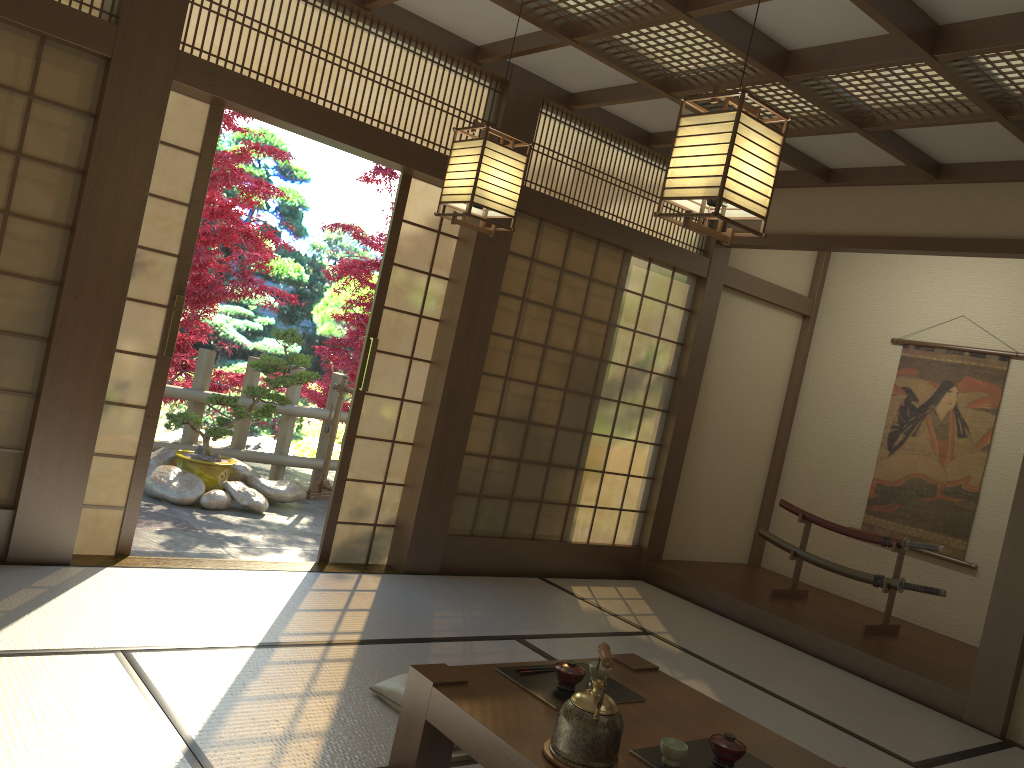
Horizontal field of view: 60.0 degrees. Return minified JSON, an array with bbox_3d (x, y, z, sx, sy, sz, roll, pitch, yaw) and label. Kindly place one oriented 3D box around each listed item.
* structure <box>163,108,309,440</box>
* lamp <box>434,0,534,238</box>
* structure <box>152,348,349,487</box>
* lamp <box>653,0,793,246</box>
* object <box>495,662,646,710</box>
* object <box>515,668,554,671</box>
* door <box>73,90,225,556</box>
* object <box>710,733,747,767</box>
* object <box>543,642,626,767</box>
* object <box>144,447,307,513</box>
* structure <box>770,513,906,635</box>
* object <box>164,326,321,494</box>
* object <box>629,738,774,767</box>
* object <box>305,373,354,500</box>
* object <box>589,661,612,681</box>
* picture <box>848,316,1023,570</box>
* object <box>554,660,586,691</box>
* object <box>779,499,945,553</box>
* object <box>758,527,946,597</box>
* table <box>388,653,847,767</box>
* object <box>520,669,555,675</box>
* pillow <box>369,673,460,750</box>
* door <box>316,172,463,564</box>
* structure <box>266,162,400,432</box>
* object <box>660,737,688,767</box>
[{"bbox_3d":[-3.291,-1.329,7.218,3.412,4.004,3.045,12,1,-6],"label":"structure"},{"bbox_3d":[-0.032,-1.147,3.440,0.240,1.129,0.240,12,1,-39],"label":"lamp"},{"bbox_3d":[-2.478,0.277,7.098,7.456,1.136,0.245,12,1,-39],"label":"structure"},{"bbox_3d":[0.681,-0.973,2.535,0.240,1.129,0.240,12,1,-39],"label":"lamp"},{"bbox_3d":[0.188,0.960,2.837,0.400,0.007,0.300,12,1,-39],"label":"object"},{"bbox_3d":[0.090,0.930,2.900,0.200,0.008,0.008,12,1,-38],"label":"object"},{"bbox_3d":[-2.349,-0.384,3.719,1.894,2.380,0.073,12,1,-39],"label":"door"},{"bbox_3d":[0.594,1.010,2.452,0.100,0.080,0.100,12,1,-39],"label":"object"},{"bbox_3d":[0.215,0.829,2.294,0.219,0.296,0.226,11,1,-44],"label":"object"},{"bbox_3d":[-2.164,0.705,6.595,1.260,0.276,1.147,11,1,-43],"label":"object"},{"bbox_3d":[2.222,1.259,5.954,0.446,0.604,0.712,12,1,-39],"label":"structure"},{"bbox_3d":[-2.011,0.173,6.630,1.032,1.362,0.586,12,1,-13],"label":"object"},{"bbox_3d":[0.562,1.051,2.418,0.400,0.007,0.300,12,1,-39],"label":"object"},{"bbox_3d":[-1.144,0.507,7.160,1.045,1.061,0.368,13,1,30],"label":"object"},{"bbox_3d":[0.286,0.950,2.915,0.074,0.052,0.073,12,1,4],"label":"object"},{"bbox_3d":[3.037,0.349,6.365,0.038,1.725,0.952,12,1,-39],"label":"picture"},{"bbox_3d":[0.179,0.912,2.784,0.100,0.080,0.100,12,1,-39],"label":"object"},{"bbox_3d":[2.279,0.965,5.886,0.086,0.121,1.186,12,1,-38],"label":"object"},{"bbox_3d":[2.212,1.208,5.910,0.100,0.144,1.369,12,1,-38],"label":"object"},{"bbox_3d":[0.341,1.171,2.606,1.000,0.350,1.000,12,1,-39],"label":"table"},{"bbox_3d":[0.100,0.933,2.886,0.200,0.008,0.008,11,1,-43],"label":"object"},{"bbox_3d":[-0.196,1.182,3.290,0.486,0.107,0.496,13,1,44],"label":"pillow"},{"bbox_3d":[-0.124,0.071,5.557,1.894,2.380,0.073,12,1,-39],"label":"door"},{"bbox_3d":[-0.620,-0.785,9.532,3.045,4.004,3.412,12,1,-36],"label":"structure"},{"bbox_3d":[0.432,0.993,2.385,0.074,0.052,0.073,12,1,4],"label":"object"}]
